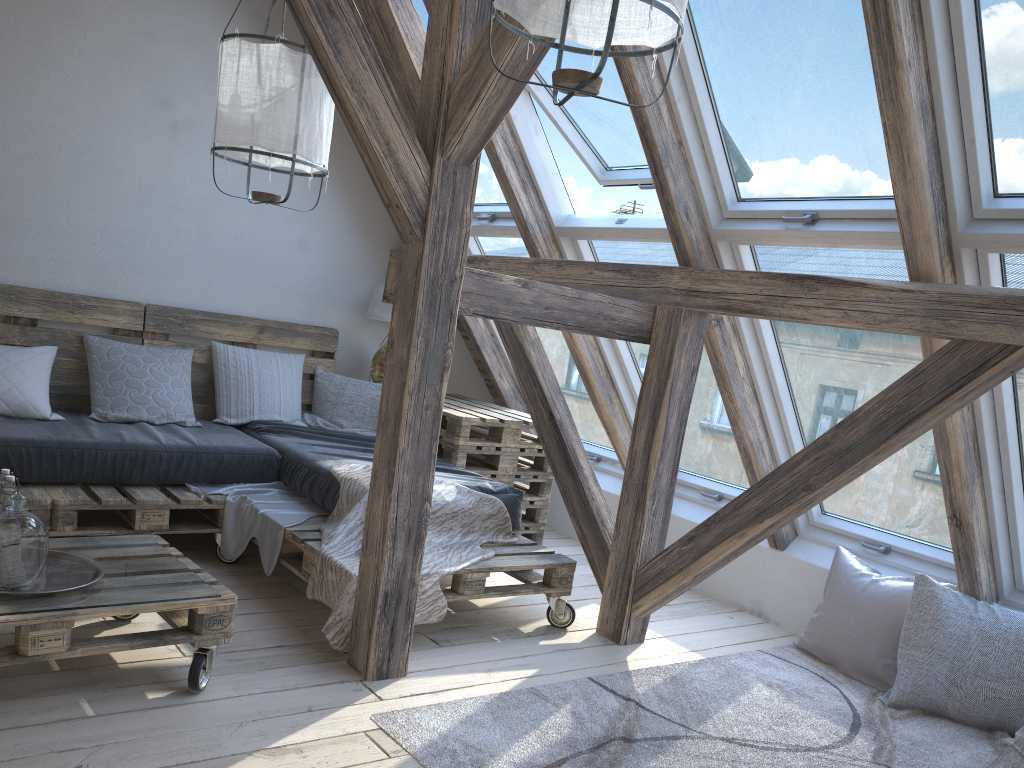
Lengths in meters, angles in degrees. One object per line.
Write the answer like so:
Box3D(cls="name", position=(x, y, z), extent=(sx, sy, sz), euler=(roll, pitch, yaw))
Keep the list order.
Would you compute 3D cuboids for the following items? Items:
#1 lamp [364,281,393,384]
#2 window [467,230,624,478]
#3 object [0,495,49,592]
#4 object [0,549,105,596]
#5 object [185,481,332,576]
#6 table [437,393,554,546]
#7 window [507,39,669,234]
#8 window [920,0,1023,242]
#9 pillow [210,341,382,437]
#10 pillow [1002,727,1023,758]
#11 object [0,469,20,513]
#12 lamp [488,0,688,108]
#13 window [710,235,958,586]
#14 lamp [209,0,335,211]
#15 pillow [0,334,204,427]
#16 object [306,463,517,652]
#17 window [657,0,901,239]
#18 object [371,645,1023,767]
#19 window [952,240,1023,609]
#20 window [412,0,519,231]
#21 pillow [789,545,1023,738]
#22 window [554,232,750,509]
Box3D(cls="lamp", position=(-0.849, 0.068, 5.036), extent=(0.810, 1.310, 0.388), euler=(15, 12, 36))
Box3D(cls="window", position=(0.236, -0.170, 4.805), extent=(1.099, 1.302, 0.838), euler=(3, 11, -38))
Box3D(cls="object", position=(-1.307, 0.412, 2.316), extent=(0.154, 0.252, 0.154), euler=(12, 9, 20))
Box3D(cls="object", position=(-1.337, 0.519, 2.422), extent=(0.396, 0.022, 0.387), euler=(8, 4, -19))
Box3D(cls="object", position=(-1.016, 0.599, 3.754), extent=(0.698, 0.282, 0.504), euler=(12, 6, 36))
Box3D(cls="table", position=(-0.340, 0.460, 4.898), extent=(0.676, 0.715, 0.997), euler=(3, 8, -38))
Box3D(cls="window", position=(0.219, -1.294, 3.292), extent=(1.353, 1.301, 0.837), euler=(3, 10, -38))
Box3D(cls="window", position=(1.282, -1.028, 1.857), extent=(1.099, 1.302, 0.838), euler=(3, 11, -38))
Box3D(cls="pillow", position=(-1.089, 0.038, 4.603), extent=(0.972, 0.407, 0.378), euler=(7, 8, -22))
Box3D(cls="pillow", position=(2.181, 1.102, 2.570), extent=(0.469, 0.573, 1.248), euler=(3, 8, -37))
Box3D(cls="object", position=(-1.404, 0.377, 2.440), extent=(0.071, 0.273, 0.150), euler=(1, 12, -38))
Box3D(cls="lamp", position=(0.231, -1.256, 1.726), extent=(0.395, 1.330, 0.404), euler=(14, 11, 27))
Box3D(cls="window", position=(1.335, 0.099, 3.398), extent=(1.099, 1.302, 0.838), euler=(3, 11, -38))
Box3D(cls="lamp", position=(-0.759, -1.392, 2.991), extent=(0.400, 1.547, 0.399), euler=(9, 10, 3))
Box3D(cls="pillow", position=(-1.939, -0.034, 3.903), extent=(1.133, 0.362, 0.344), euler=(5, 8, -38))
Box3D(cls="object", position=(-0.333, 0.652, 3.318), extent=(0.812, 0.482, 0.990), euler=(8, 5, -8))
Box3D(cls="window", position=(0.732, -1.163, 2.560), extent=(1.099, 1.302, 0.838), euler=(3, 11, -38))
Box3D(cls="object", position=(1.391, 1.261, 2.006), extent=(2.194, 0.057, 3.126), euler=(6, 5, -38))
Box3D(cls="window", position=(1.885, 0.234, 2.694), extent=(1.099, 1.302, 0.838), euler=(3, 11, -38))
Box3D(cls="window", position=(-0.366, -1.432, 3.967), extent=(1.099, 1.302, 0.838), euler=(3, 11, -38))
Box3D(cls="pillow", position=(1.603, 0.994, 3.352), extent=(1.113, 0.535, 0.435), euler=(14, 9, 43))
Box3D(cls="window", position=(0.786, -0.035, 4.101), extent=(1.099, 1.302, 0.838), euler=(3, 11, -38))
